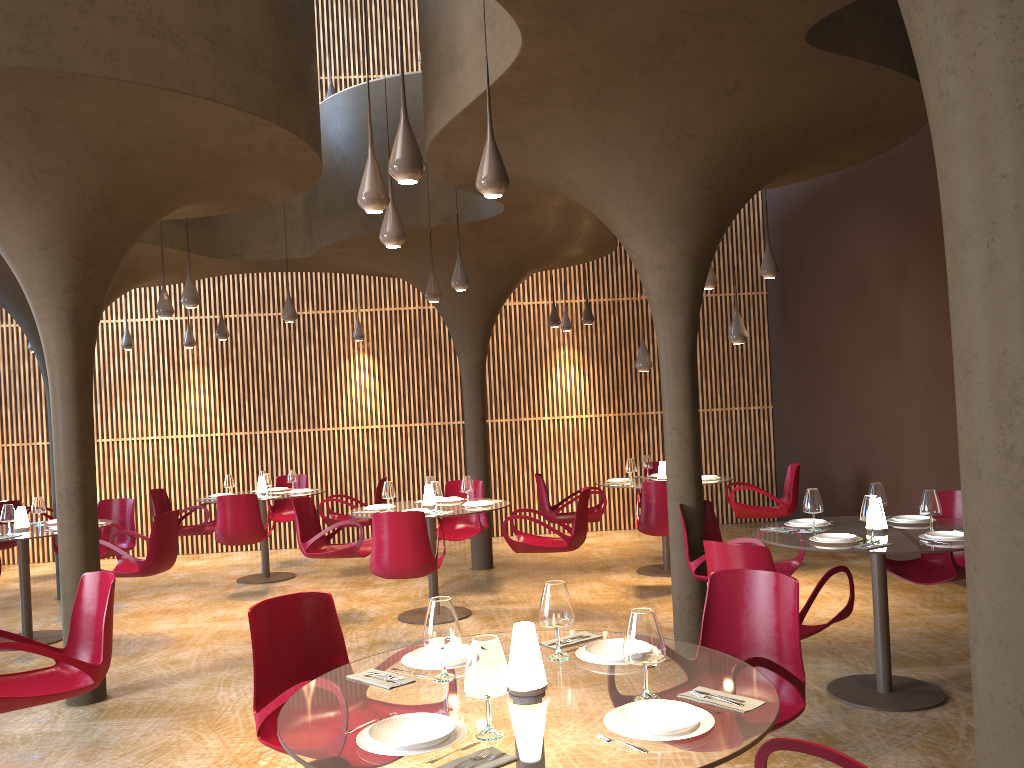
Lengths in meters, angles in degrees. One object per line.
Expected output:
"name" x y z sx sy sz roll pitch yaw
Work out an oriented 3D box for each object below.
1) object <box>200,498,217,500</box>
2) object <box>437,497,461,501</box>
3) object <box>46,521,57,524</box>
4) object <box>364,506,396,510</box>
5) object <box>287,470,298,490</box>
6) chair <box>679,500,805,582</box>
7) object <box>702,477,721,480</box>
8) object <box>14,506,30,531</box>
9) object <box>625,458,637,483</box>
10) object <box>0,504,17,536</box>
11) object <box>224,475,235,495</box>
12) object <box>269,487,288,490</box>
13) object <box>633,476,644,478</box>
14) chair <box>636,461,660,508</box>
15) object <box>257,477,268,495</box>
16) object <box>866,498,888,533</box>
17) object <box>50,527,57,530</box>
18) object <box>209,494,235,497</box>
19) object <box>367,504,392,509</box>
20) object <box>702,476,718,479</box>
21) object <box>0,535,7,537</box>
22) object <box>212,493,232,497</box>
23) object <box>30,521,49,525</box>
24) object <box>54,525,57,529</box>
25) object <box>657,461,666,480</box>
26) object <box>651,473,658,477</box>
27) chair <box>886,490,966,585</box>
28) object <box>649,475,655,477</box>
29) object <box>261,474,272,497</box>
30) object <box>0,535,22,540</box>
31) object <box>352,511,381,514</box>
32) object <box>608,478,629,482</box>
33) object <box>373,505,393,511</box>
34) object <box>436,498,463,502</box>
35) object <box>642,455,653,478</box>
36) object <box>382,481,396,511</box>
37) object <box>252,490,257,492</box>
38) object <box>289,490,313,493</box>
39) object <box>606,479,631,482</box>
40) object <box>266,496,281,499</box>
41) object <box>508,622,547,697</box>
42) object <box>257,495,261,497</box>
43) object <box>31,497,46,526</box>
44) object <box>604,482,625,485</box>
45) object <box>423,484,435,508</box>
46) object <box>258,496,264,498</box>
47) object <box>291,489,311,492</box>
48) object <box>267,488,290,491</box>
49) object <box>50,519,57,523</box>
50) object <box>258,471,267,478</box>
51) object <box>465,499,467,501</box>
"object" -3.906 1.491 11.518 0.262 0.017 0.126 -3 -2 4
"object" -0.693 1.265 9.709 0.263 0.029 0.263 -3 -2 -1
"object" -4.791 1.470 9.471 0.331 0.014 0.332 -2 -2 -21
"object" -1.383 1.296 9.265 0.332 0.014 0.332 -4 -2 24
"object" -2.980 1.316 12.034 0.142 0.295 0.142 -3 0 40
"chair" 1.773 1.263 7.032 0.873 0.636 0.624 -4 -1 44
"object" 2.380 1.154 10.834 0.331 0.014 0.332 -2 -2 -14
"object" -4.959 1.358 8.967 0.144 0.232 0.142 -3 -1 42
"object" 1.465 1.064 10.904 0.142 0.295 0.142 -2 0 -45
"object" -4.859 1.311 8.561 0.142 0.295 0.142 -3 0 -11
"object" -3.714 1.341 11.649 0.142 0.295 0.142 -3 0 -31
"object" -3.267 1.467 12.375 0.263 0.029 0.263 -3 -2 8
"object" 1.655 1.219 11.620 0.126 0.017 0.262 -3 -2 14
"chair" 2.012 1.391 12.015 0.625 0.636 0.872 -3 -1 13
"object" -3.345 1.359 11.850 0.142 0.232 0.144 -3 -1 -18
"object" 2.534 0.909 6.171 0.142 0.232 0.144 -3 -1 44
"object" -4.445 1.436 8.882 0.332 0.014 0.332 -4 -2 27
"object" -3.869 1.490 11.818 0.332 0.014 0.332 -3 -2 10
"object" -1.383 1.286 9.265 0.263 0.029 0.263 -3 -2 4
"object" 2.379 1.145 10.834 0.263 0.029 0.263 -3 -2 -7
"object" -5.047 1.455 8.427 0.411 0.012 0.204 -3 -2 8
"object" -3.869 1.481 11.818 0.263 0.029 0.263 -4 -2 33
"object" -5.087 1.494 9.532 0.126 0.017 0.262 -3 -2 8
"object" -4.445 1.427 8.882 0.263 0.029 0.263 -3 -2 21
"object" 1.872 1.078 11.002 0.144 0.232 0.142 -3 0 -7
"object" 1.942 1.186 11.528 0.263 0.029 0.263 -4 -2 24
"chair" 3.316 1.182 6.844 0.872 0.636 0.625 -2 -1 -36
"object" 1.943 1.195 11.528 0.332 0.014 0.331 -4 -2 34
"object" -3.176 1.309 11.468 0.142 0.295 0.142 -3 0 -10
"object" -4.751 1.444 8.345 0.126 0.017 0.262 -3 -2 12
"object" -1.472 1.300 8.976 0.262 0.017 0.126 -3 -2 14
"object" 1.338 1.203 11.095 0.263 0.029 0.263 -3 -2 10
"object" -1.382 1.297 9.269 0.204 0.012 0.411 -3 -2 9
"object" -0.693 1.274 9.709 0.331 0.014 0.332 -2 -2 -21
"object" 1.741 1.065 11.400 0.142 0.295 0.142 -3 0 -21
"object" -1.260 1.147 9.071 0.142 0.295 0.142 -3 0 35
"object" -3.568 1.499 12.382 0.126 0.017 0.262 -3 -2 -2
"object" -2.823 1.440 11.855 0.332 0.014 0.332 -3 -2 21
"object" 1.338 1.213 11.095 0.332 0.014 0.332 -4 -2 26
"object" -3.032 1.441 11.272 0.126 0.017 0.262 -3 -2 2
"object" 0.046 0.945 3.063 0.142 0.232 0.144 -2 -1 -43
"object" -3.333 1.440 11.302 0.263 0.029 0.263 -3 -2 2
"object" -4.977 1.338 9.323 0.142 0.295 0.142 -3 0 -16
"object" 1.255 1.216 10.804 0.262 0.017 0.126 -3 -2 13
"object" -0.861 1.162 9.204 0.142 0.232 0.144 -3 -1 -28
"object" -3.333 1.449 11.302 0.331 0.014 0.332 -2 -2 -14
"object" -2.824 1.430 11.855 0.263 0.029 0.263 -2 -2 -24
"object" -3.266 1.476 12.375 0.332 0.014 0.332 -3 -2 -5
"object" -4.791 1.460 9.471 0.263 0.029 0.263 -3 -2 -1
"object" -3.424 1.342 12.197 0.142 0.295 0.142 -3 0 -3
"object" -0.688 1.275 9.709 0.411 0.012 0.204 -3 -2 4
